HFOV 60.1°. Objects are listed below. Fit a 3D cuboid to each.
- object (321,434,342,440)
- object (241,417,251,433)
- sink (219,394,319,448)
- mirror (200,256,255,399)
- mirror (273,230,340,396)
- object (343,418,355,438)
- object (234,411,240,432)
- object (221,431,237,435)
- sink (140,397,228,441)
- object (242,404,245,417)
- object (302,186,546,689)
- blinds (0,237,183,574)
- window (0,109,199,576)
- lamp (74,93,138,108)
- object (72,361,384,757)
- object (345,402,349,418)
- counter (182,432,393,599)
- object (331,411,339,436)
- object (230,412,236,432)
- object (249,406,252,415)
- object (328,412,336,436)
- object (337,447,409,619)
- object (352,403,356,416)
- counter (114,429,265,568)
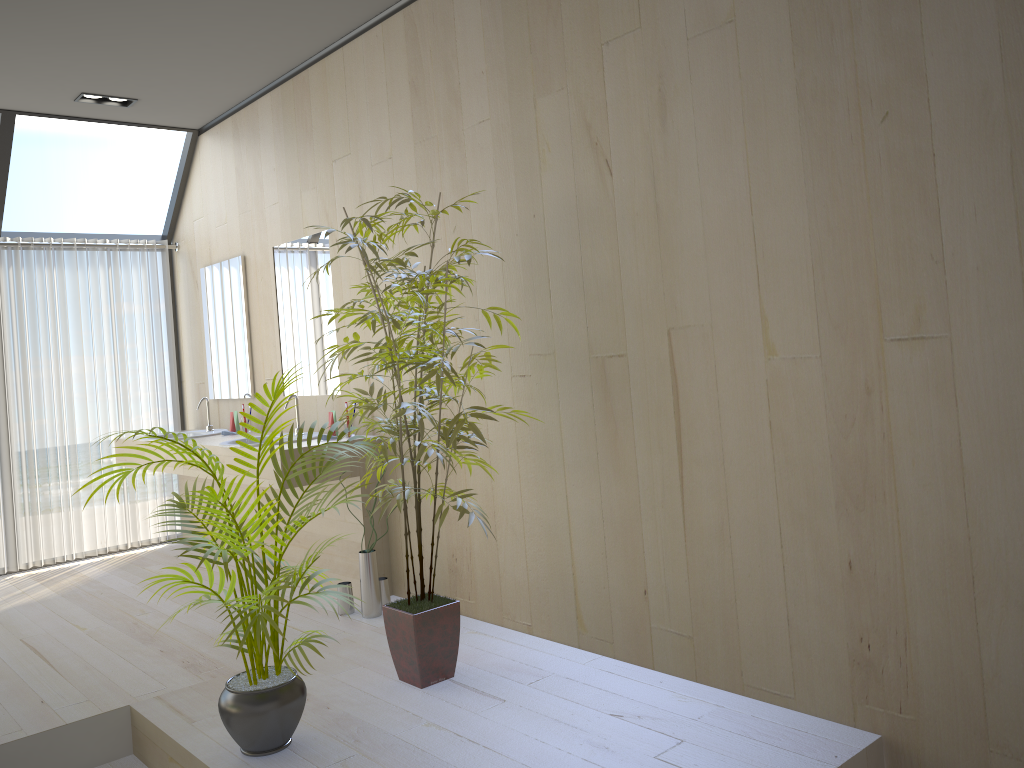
[{"bbox_3d":[-0.883,0.258,4.321,0.104,0.029,0.032,-5,1,0],"label":"object"},{"bbox_3d":[-1.584,0.247,5.279,0.059,0.100,0.058,-4,-1,-34],"label":"object"},{"bbox_3d":[-1.240,0.274,4.552,0.505,0.420,0.572,-5,1,-37],"label":"sink"},{"bbox_3d":[-1.818,-0.341,5.633,0.023,0.869,0.651,-3,-1,-41],"label":"mirror"},{"bbox_3d":[-1.125,-0.369,4.865,0.023,0.869,0.651,-3,-1,-41],"label":"mirror"},{"bbox_3d":[-0.802,0.218,4.365,0.058,0.100,0.058,-4,-1,-30],"label":"object"},{"bbox_3d":[-1.689,0.233,5.429,0.039,0.135,0.039,-5,-1,8],"label":"object"},{"bbox_3d":[-1.665,0.287,5.235,0.104,0.029,0.032,-5,1,0],"label":"object"},{"bbox_3d":[-2.022,0.304,5.466,0.505,0.420,0.572,-5,1,-37],"label":"sink"},{"bbox_3d":[-1.587,0.206,5.250,0.012,0.178,0.050,-5,-1,-1],"label":"object"},{"bbox_3d":[-0.316,0.172,3.197,0.788,1.758,0.933,-4,-1,-16],"label":"object"},{"bbox_3d":[-2.789,0.080,5.783,1.185,2.073,0.084,-4,-1,-41],"label":"blinds"},{"bbox_3d":[-3.917,-0.129,4.589,4.571,2.816,0.743,-6,0,-41],"label":"window"},{"bbox_3d":[-2.325,-1.673,5.062,0.301,0.112,0.163,-6,2,-41],"label":"lamp"},{"bbox_3d":[-0.833,0.521,2.672,0.916,1.158,0.750,-5,0,-7],"label":"object"},{"bbox_3d":[-0.805,0.176,4.336,0.012,0.178,0.050,-5,-1,-1],"label":"object"},{"bbox_3d":[-1.192,0.684,4.599,0.551,0.791,1.202,-4,1,-41],"label":"counter"},{"bbox_3d":[-0.907,0.203,4.515,0.039,0.135,0.039,-5,-1,1],"label":"object"},{"bbox_3d":[-1.679,0.236,5.316,0.039,0.135,0.039,-5,-1,8],"label":"object"},{"bbox_3d":[-1.572,0.205,5.284,0.054,0.175,0.012,-4,-1,-15],"label":"object"},{"bbox_3d":[-0.897,0.206,4.402,0.039,0.135,0.039,-5,-1,1],"label":"object"},{"bbox_3d":[-0.626,0.673,4.115,0.273,0.750,0.407,-5,-1,37],"label":"object"},{"bbox_3d":[-0.790,0.175,4.369,0.054,0.175,0.012,-4,-1,-15],"label":"object"},{"bbox_3d":[-1.975,0.714,5.513,0.551,0.791,1.202,-4,1,-41],"label":"counter"}]
